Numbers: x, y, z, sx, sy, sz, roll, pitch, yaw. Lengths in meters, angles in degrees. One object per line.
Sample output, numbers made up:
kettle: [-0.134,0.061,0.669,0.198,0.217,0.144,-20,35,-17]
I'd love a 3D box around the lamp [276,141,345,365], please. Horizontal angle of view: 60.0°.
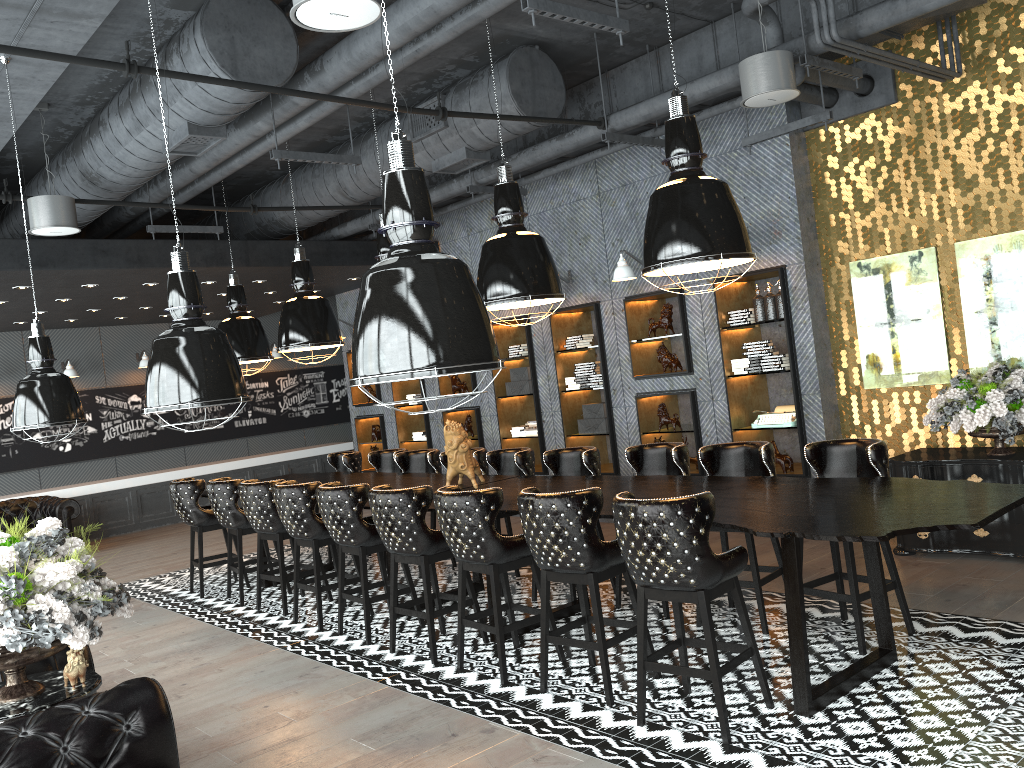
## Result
lamp: [-1.960,-1.330,8.106,0.621,2.302,0.621,-7,0,4]

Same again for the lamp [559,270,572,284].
lamp: [0.467,-1.086,9.399,0.490,0.287,0.243,-7,0,-25]

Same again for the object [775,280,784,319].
object: [2.357,-0.738,7.748,0.109,0.349,0.109,-7,0,19]

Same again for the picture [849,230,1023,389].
picture: [3.410,-0.544,6.858,0.022,1.073,1.573,-7,0,-41]

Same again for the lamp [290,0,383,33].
lamp: [-0.791,-2.042,3.688,0.380,1.030,0.382,-7,0,39]

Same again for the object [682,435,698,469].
object: [1.749,0.675,8.719,0.198,0.358,0.116,-7,0,-11]

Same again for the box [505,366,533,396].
box: [0.126,-0.039,10.542,0.298,0.315,0.419,-7,1,-41]

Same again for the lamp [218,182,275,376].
lamp: [-2.907,-1.229,9.211,0.621,2.302,0.621,-7,0,4]

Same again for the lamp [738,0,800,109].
lamp: [1.622,-2.371,5.788,0.382,1.045,0.380,-7,0,-30]

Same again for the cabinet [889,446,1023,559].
cabinet: [3.497,0.868,6.418,0.710,0.738,1.384,-7,1,-41]

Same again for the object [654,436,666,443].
object: [1.557,0.699,8.894,0.266,0.359,0.168,-7,0,42]

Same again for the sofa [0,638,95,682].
sofa: [-3.099,1.639,4.530,1.240,0.838,2.564,-7,1,-41]

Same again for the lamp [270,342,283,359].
lamp: [-4.281,-0.600,15.966,0.244,0.287,0.489,-7,1,-25]

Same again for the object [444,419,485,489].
object: [-0.365,0.517,6.662,0.249,0.545,0.475,-7,0,12]

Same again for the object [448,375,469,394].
object: [-0.678,-0.009,11.316,0.154,0.309,0.324,-7,0,-36]

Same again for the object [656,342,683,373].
object: [1.555,-0.255,8.757,0.159,0.338,0.242,-7,0,-36]

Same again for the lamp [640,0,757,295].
lamp: [0.882,-1.635,4.791,0.621,2.302,0.621,-7,0,4]

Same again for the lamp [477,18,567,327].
lamp: [-0.065,-1.534,5.896,0.621,2.302,0.621,-7,0,4]

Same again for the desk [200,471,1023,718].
desk: [-0.329,1.237,6.554,1.434,0.927,7.590,-7,1,-41]

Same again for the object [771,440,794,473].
object: [2.354,0.655,7.941,0.165,0.303,0.341,-7,0,-36]

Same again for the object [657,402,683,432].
object: [1.547,0.325,8.767,0.135,0.294,0.256,-7,0,-33]

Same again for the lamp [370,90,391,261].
lamp: [-1.012,-1.432,7.001,0.621,2.302,0.621,-7,0,4]

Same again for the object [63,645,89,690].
object: [-1.690,1.090,3.437,0.086,0.183,0.136,-7,0,-34]

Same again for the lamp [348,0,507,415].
lamp: [-0.327,-0.999,2.183,0.391,2.153,0.391,-7,0,4]

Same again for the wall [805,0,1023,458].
wall: [3.396,-0.935,6.859,0.025,4.382,2.443,-7,0,-41]

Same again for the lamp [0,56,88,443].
lamp: [-2.705,-0.748,4.955,0.391,2.161,0.391,-7,0,4]

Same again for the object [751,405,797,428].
object: [2.437,0.290,8.094,0.484,0.149,0.534,-8,1,-42]

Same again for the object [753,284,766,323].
object: [2.209,-0.722,7.924,0.109,0.349,0.109,-7,0,4]

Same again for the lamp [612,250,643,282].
lamp: [1.173,-1.160,8.575,0.490,0.287,0.243,-7,0,-25]

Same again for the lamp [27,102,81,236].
lamp: [-3.731,-1.735,7.117,0.380,1.045,0.382,-7,0,17]

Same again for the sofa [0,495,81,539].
sofa: [-7.067,2.036,11.476,2.567,0.838,1.239,-8,1,-41]

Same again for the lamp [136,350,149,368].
lamp: [-5.994,-0.409,14.480,0.244,0.287,0.489,-7,1,-25]

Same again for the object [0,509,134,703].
object: [-1.957,0.873,3.457,0.848,0.663,0.875,-7,1,-10]

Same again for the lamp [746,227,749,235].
lamp: [1.926,-1.251,7.695,0.490,0.287,0.243,-7,0,-25]

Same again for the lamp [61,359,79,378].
lamp: [-6.847,-0.241,13.733,0.244,0.287,0.489,-7,1,-25]

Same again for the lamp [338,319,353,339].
lamp: [-2.408,-0.804,12.748,0.490,0.287,0.243,-7,0,-25]

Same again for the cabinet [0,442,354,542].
cabinet: [-4.503,1.727,11.757,8.425,0.827,6.308,-8,1,-41]

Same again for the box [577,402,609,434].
box: [0.921,0.373,9.705,0.323,0.315,0.419,-7,1,-41]

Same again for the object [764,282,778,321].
object: [2.284,-0.730,7.836,0.108,0.349,0.109,-7,0,34]

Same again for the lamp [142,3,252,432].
lamp: [-1.292,-0.900,3.307,0.391,2.161,0.391,-7,0,4]

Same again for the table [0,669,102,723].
table: [-1.860,1.560,3.434,0.572,0.726,0.572,-7,0,13]

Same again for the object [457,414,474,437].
object: [-0.612,0.544,11.350,0.317,0.306,0.143,-7,0,44]

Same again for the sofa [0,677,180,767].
sofa: [-0.975,1.411,2.053,1.240,0.838,2.564,-7,1,-41]

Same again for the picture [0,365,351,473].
picture: [-5.121,0.436,15.520,12.473,1.103,0.199,-8,1,-41]

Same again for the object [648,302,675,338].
object: [1.476,-0.633,8.802,0.152,0.325,0.292,-7,0,-43]
